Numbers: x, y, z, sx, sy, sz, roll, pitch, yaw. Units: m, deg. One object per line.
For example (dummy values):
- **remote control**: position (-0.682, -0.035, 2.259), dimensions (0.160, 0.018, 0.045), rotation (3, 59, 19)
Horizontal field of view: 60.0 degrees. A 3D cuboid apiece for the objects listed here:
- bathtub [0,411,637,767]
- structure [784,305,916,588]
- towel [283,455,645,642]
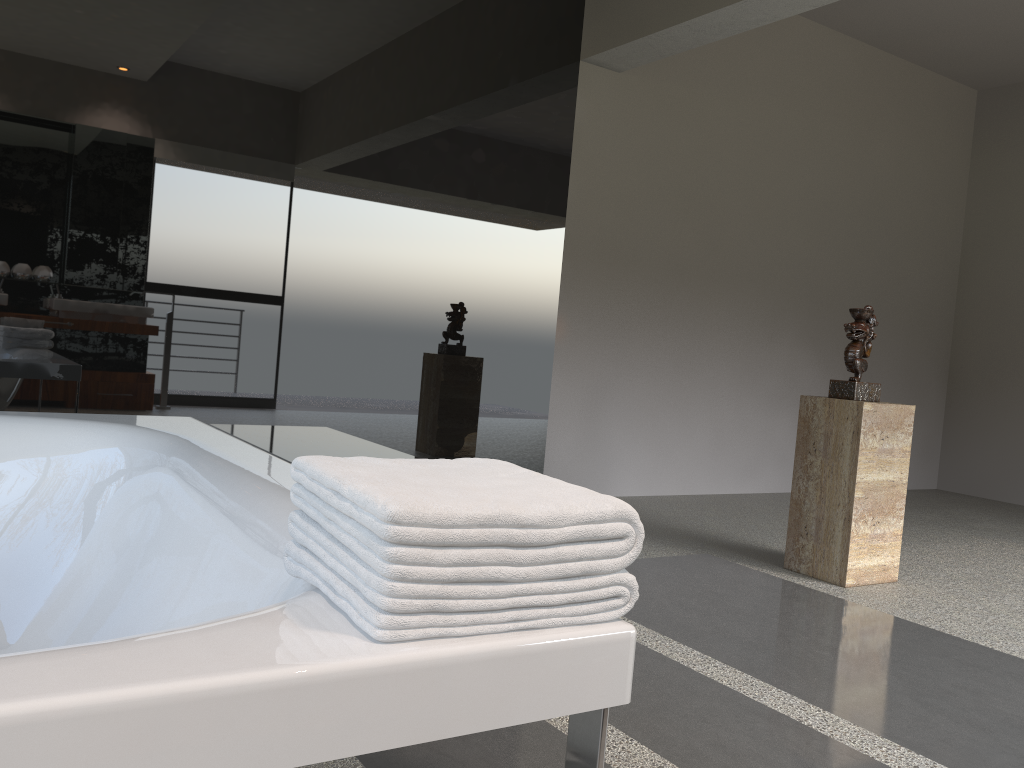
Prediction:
- **bathtub**: position (-0.973, 0.391, 1.398), dimensions (1.327, 0.504, 1.959), rotation (4, 3, -33)
- **structure**: position (1.347, 0.223, 3.499), dimensions (0.328, 1.074, 0.292), rotation (4, 2, -33)
- **towel**: position (-0.067, 0.174, 1.013), dimensions (0.305, 0.145, 0.322), rotation (4, 3, -30)
